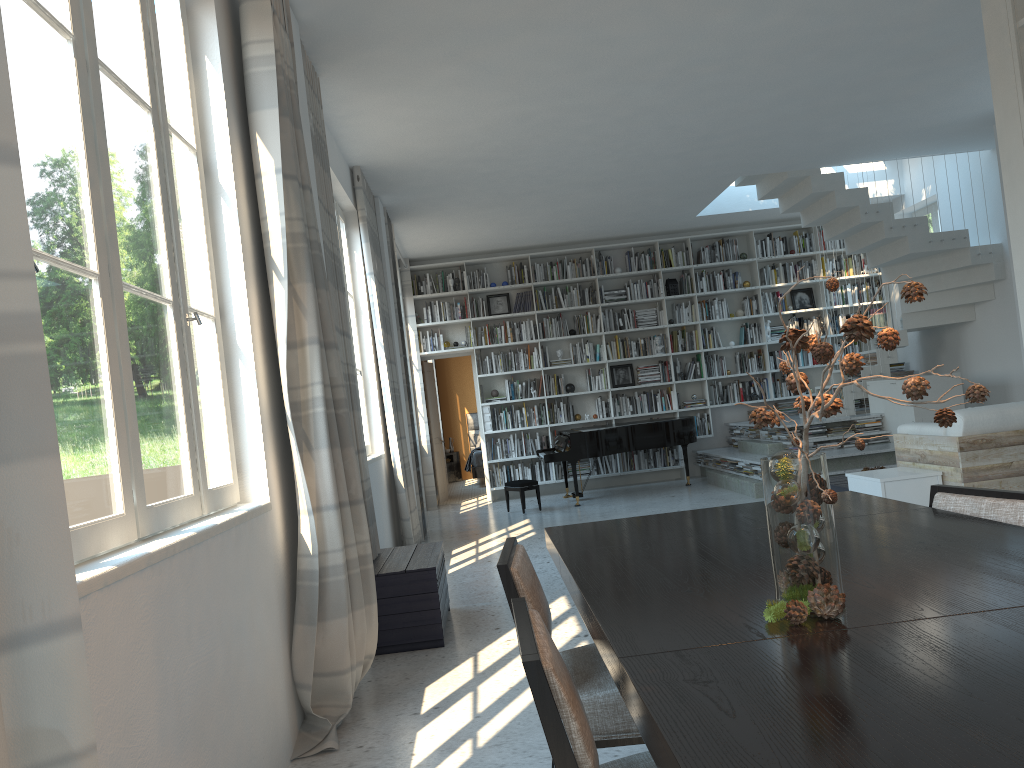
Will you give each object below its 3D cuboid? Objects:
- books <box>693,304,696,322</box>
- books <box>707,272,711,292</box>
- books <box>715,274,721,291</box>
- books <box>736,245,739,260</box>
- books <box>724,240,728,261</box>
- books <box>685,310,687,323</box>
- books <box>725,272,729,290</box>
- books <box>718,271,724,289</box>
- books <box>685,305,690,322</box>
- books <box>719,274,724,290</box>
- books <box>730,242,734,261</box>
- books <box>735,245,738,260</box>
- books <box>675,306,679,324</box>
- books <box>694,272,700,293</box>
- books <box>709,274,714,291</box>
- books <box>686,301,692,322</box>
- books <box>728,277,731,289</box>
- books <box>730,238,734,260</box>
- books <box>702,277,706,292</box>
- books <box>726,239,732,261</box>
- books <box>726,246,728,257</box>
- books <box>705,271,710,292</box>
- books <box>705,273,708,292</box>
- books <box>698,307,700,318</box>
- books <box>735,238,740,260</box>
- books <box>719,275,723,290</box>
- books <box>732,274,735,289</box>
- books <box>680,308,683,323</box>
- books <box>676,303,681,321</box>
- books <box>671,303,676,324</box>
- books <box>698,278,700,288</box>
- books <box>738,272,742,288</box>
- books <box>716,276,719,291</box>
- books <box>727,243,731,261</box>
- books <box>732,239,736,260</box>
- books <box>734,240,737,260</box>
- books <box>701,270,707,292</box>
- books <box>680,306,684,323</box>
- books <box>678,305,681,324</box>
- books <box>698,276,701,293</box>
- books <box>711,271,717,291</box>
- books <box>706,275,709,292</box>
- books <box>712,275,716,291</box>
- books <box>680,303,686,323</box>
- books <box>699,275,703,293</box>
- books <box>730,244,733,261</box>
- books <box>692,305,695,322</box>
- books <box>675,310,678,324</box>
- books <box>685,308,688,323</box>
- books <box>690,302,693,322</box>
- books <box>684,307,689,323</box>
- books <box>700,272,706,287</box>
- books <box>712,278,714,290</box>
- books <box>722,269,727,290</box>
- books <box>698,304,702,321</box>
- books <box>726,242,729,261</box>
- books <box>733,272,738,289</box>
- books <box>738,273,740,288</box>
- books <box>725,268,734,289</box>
[{"bbox_3d":[2.384,-0.920,11.677,0.026,0.238,0.173,-7,-1,-2],"label":"books"},{"bbox_3d":[2.589,-1.332,11.711,0.012,0.276,0.133,-7,-1,-2],"label":"books"},{"bbox_3d":[2.715,-1.327,11.697,0.023,0.237,0.149,-7,-1,-2],"label":"books"},{"bbox_3d":[2.960,-1.710,11.709,0.014,0.209,0.188,-7,-1,-2],"label":"books"},{"bbox_3d":[2.799,-1.738,11.691,0.015,0.299,0.183,-7,-1,-2],"label":"books"},{"bbox_3d":[2.261,-0.884,11.663,0.024,0.195,0.173,-7,-1,-2],"label":"books"},{"bbox_3d":[2.816,-1.339,11.696,0.030,0.238,0.186,-7,-1,-2],"label":"books"},{"bbox_3d":[2.762,-1.346,11.700,0.012,0.264,0.156,-7,-1,-2],"label":"books"},{"bbox_3d":[2.316,-0.910,11.676,0.024,0.234,0.149,-7,-1,-2],"label":"books"},{"bbox_3d":[2.753,-1.324,11.697,0.011,0.222,0.159,-7,-1,-2],"label":"books"},{"bbox_3d":[2.885,-1.747,11.720,0.019,0.299,0.137,-7,-1,-2],"label":"books"},{"bbox_3d":[2.943,-1.711,11.717,0.018,0.214,0.157,-7,-1,-2],"label":"books"},{"bbox_3d":[2.167,-0.897,11.680,0.024,0.242,0.159,-7,-1,-2],"label":"books"},{"bbox_3d":[2.437,-1.319,11.683,0.012,0.285,0.159,-7,-1,-2],"label":"books"},{"bbox_3d":[2.611,-1.317,11.688,0.027,0.241,0.160,-7,-1,-2],"label":"books"},{"bbox_3d":[2.330,-0.941,11.679,0.028,0.293,0.154,-7,-1,-2],"label":"books"},{"bbox_3d":[2.847,-1.314,11.701,0.027,0.181,0.176,-7,-1,-2],"label":"books"},{"bbox_3d":[2.897,-1.759,11.738,0.008,0.321,0.133,-7,-1,-2],"label":"books"},{"bbox_3d":[2.509,-1.289,11.675,0.026,0.208,0.181,-7,-1,-2],"label":"books"},{"bbox_3d":[2.860,-1.748,11.707,0.008,0.307,0.182,-7,-1,-2],"label":"books"},{"bbox_3d":[2.819,-1.730,11.719,0.012,0.280,0.144,-7,-1,-2],"label":"books"},{"bbox_3d":[2.571,-1.340,11.704,0.021,0.296,0.138,-7,-1,-2],"label":"books"},{"bbox_3d":[2.548,-1.324,11.688,0.010,0.268,0.166,-7,-1,-2],"label":"books"},{"bbox_3d":[2.427,-0.932,11.672,0.028,0.251,0.190,-7,-1,-2],"label":"books"},{"bbox_3d":[2.964,-1.760,11.711,0.006,0.306,0.163,-7,-1,-2],"label":"books"},{"bbox_3d":[2.738,-1.316,11.683,0.021,0.209,0.181,-7,-1,-2],"label":"books"},{"bbox_3d":[2.903,-1.336,11.705,0.030,0.213,0.157,-7,-1,-2],"label":"books"},{"bbox_3d":[2.212,-0.884,11.677,0.023,0.207,0.171,-7,-1,-2],"label":"books"},{"bbox_3d":[2.197,-0.917,11.678,0.019,0.275,0.146,-7,-1,-2],"label":"books"},{"bbox_3d":[2.133,-0.915,11.680,0.018,0.285,0.159,-7,-1,-2],"label":"books"},{"bbox_3d":[2.448,-1.317,11.704,0.011,0.280,0.133,-7,-1,-2],"label":"books"},{"bbox_3d":[3.002,-1.355,11.725,0.026,0.229,0.140,-7,-1,-2],"label":"books"},{"bbox_3d":[2.692,-1.313,11.708,0.025,0.216,0.144,-7,-1,-2],"label":"books"},{"bbox_3d":[2.847,-1.719,11.715,0.024,0.252,0.149,-7,-1,-2],"label":"books"},{"bbox_3d":[2.916,-1.750,11.710,0.013,0.297,0.188,-7,-1,-2],"label":"books"},{"bbox_3d":[2.927,-1.742,11.704,0.008,0.278,0.180,-7,-1,-2],"label":"books"},{"bbox_3d":[2.534,-1.341,11.688,0.014,0.307,0.152,-7,-1,-2],"label":"books"},{"bbox_3d":[2.225,-0.901,11.672,0.023,0.236,0.178,-7,-1,-2],"label":"books"},{"bbox_3d":[2.184,-0.902,11.676,0.028,0.250,0.164,-7,-1,-2],"label":"books"},{"bbox_3d":[2.462,-1.299,11.698,0.012,0.239,0.138,-7,-1,-2],"label":"books"},{"bbox_3d":[2.669,-1.345,11.709,0.013,0.284,0.154,-7,-1,-2],"label":"books"},{"bbox_3d":[2.561,-1.308,11.697,0.012,0.235,0.165,-7,-1,-2],"label":"books"},{"bbox_3d":[2.653,-1.312,11.711,0.028,0.223,0.142,-7,-1,-2],"label":"books"},{"bbox_3d":[2.241,-0.923,11.652,0.028,0.275,0.187,-7,-1,-2],"label":"books"},{"bbox_3d":[2.481,-1.303,11.693,0.026,0.243,0.148,-7,-1,-2],"label":"books"},{"bbox_3d":[2.873,-1.725,11.714,0.014,0.258,0.149,-7,-1,-2],"label":"books"},{"bbox_3d":[2.367,-0.914,11.661,0.028,0.229,0.176,-7,-1,-2],"label":"books"},{"bbox_3d":[2.152,-0.867,11.658,0.028,0.185,0.181,-7,-1,-2],"label":"books"},{"bbox_3d":[2.279,-0.887,11.666,0.027,0.196,0.185,-7,-1,-2],"label":"books"},{"bbox_3d":[2.347,-0.935,11.677,0.025,0.277,0.173,-7,-1,-2],"label":"books"},{"bbox_3d":[2.299,-0.896,11.668,0.029,0.211,0.158,-7,-1,-2],"label":"books"},{"bbox_3d":[2.523,-1.328,11.693,0.011,0.283,0.173,-7,-1,-2],"label":"books"},{"bbox_3d":[2.632,-1.306,11.707,0.014,0.215,0.132,-7,-1,-2],"label":"books"},{"bbox_3d":[2.791,-1.359,11.714,0.012,0.285,0.159,-7,-1,-2],"label":"books"},{"bbox_3d":[2.468,-0.932,11.697,0.030,0.242,0.138,-7,-1,-2],"label":"books"},{"bbox_3d":[2.829,-1.728,11.715,0.008,0.275,0.163,-7,-1,-2],"label":"books"},{"bbox_3d":[2.943,-1.352,11.696,0.054,0.235,0.171,-7,-1,-2],"label":"books"},{"bbox_3d":[2.967,-1.345,11.705,0.048,0.216,0.182,-7,-1,-2],"label":"books"},{"bbox_3d":[2.870,-1.369,11.690,0.029,0.285,0.183,-7,-1,-2],"label":"books"}]
